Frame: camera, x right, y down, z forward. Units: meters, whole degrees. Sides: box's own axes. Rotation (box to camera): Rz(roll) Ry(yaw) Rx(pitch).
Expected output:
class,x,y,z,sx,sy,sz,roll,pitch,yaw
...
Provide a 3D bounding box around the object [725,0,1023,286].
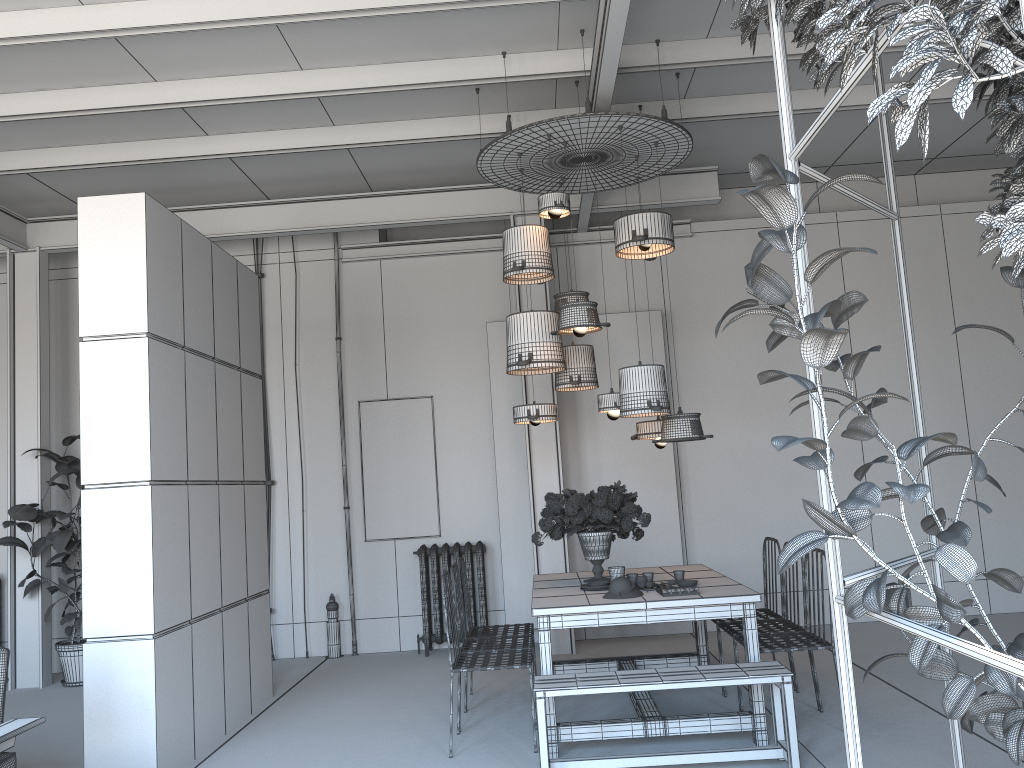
class,x,y,z,sx,sy,sz,roll,pitch,yaw
object,1.490,-0.525,1.604,2.486,4.154,2.243,-1,-7,-27

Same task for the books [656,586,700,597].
class,x,y,z,sx,sy,sz,roll,pitch,yaw
books,0.936,1.165,5.018,0.202,0.041,0.249,-4,-6,-1

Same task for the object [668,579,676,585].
class,x,y,z,sx,sy,sz,roll,pitch,yaw
object,0.960,1.214,5.441,0.054,0.037,0.121,-1,-7,-20

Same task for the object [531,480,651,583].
class,x,y,z,sx,sy,sz,roll,pitch,yaw
object,0.522,0.982,5.900,0.782,0.654,0.697,-4,-6,4

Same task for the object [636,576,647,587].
class,x,y,z,sx,sy,sz,roll,pitch,yaw
object,0.780,1.188,5.330,0.065,0.064,0.065,-2,-7,-14

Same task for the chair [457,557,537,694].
class,x,y,z,sx,sy,sz,roll,pitch,yaw
chair,-0.096,1.682,6.145,0.488,0.975,0.474,-4,-6,1

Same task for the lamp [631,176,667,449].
class,x,y,z,sx,sy,sz,roll,pitch,yaw
lamp,0.998,-0.539,6.467,0.404,2.026,0.323,-4,-6,4

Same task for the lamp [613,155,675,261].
class,x,y,z,sx,sy,sz,roll,pitch,yaw
lamp,0.888,-1.242,6.104,0.403,0.687,0.505,-1,-7,-20

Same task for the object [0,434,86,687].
class,x,y,z,sx,sy,sz,roll,pitch,yaw
object,-3.863,1.517,7.716,0.868,2.157,1.270,-4,-6,2

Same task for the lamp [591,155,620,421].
class,x,y,z,sx,sy,sz,roll,pitch,yaw
lamp,0.618,-0.666,5.982,0.253,1.831,0.202,-9,-8,39

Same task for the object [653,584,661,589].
class,x,y,z,sx,sy,sz,roll,pitch,yaw
object,0.879,1.203,5.298,0.024,0.015,0.249,-6,-7,21

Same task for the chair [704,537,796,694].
class,x,y,z,sx,sy,sz,roll,pitch,yaw
chair,1.600,1.564,6.107,0.488,0.975,0.474,-4,-6,1

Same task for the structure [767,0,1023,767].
class,x,y,z,sx,sy,sz,roll,pitch,yaw
structure,1.944,-0.190,1.405,2.452,3.454,2.994,-4,-6,1

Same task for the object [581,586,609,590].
class,x,y,z,sx,sy,sz,roll,pitch,yaw
object,0.528,1.250,5.455,0.211,0.024,0.211,-6,-7,20

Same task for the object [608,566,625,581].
class,x,y,z,sx,sy,sz,roll,pitch,yaw
object,0.628,1.163,5.275,0.102,0.146,0.102,0,-8,-33

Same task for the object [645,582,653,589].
class,x,y,z,sx,sy,sz,roll,pitch,yaw
object,0.809,1.186,5.229,0.044,0.043,0.043,-1,-7,-26

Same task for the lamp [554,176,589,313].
class,x,y,z,sx,sy,sz,roll,pitch,yaw
lamp,0.403,-0.974,6.423,0.301,1.094,0.359,-6,-7,19

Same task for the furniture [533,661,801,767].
class,x,y,z,sx,sy,sz,roll,pitch,yaw
furniture,0.748,1.683,4.389,1.260,0.478,0.300,-4,-6,1

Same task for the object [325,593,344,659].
class,x,y,z,sx,sy,sz,roll,pitch,yaw
object,-1.643,2.266,8.216,0.173,0.647,0.206,-9,-8,36

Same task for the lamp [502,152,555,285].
class,x,y,z,sx,sy,sz,roll,pitch,yaw
lamp,0.082,-1.124,5.902,0.392,0.870,0.346,0,-7,-28

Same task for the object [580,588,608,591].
class,x,y,z,sx,sy,sz,roll,pitch,yaw
object,0.535,1.255,5.448,0.236,0.015,0.236,-1,-7,-26

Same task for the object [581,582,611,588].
class,x,y,z,sx,sy,sz,roll,pitch,yaw
object,0.528,1.245,5.456,0.211,0.024,0.211,-10,-9,44

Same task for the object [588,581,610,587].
class,x,y,z,sx,sy,sz,roll,pitch,yaw
object,0.537,1.241,5.480,0.135,0.029,0.135,-3,-7,-6

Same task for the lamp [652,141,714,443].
class,x,y,z,sx,sy,sz,roll,pitch,yaw
lamp,1.026,-0.627,5.801,0.359,2.004,0.301,-4,-6,-1

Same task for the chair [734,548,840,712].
class,x,y,z,sx,sy,sz,roll,pitch,yaw
chair,1.568,1.453,5.108,0.488,0.975,0.474,-4,-6,1

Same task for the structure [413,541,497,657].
class,x,y,z,sx,sy,sz,roll,pitch,yaw
structure,-0.521,1.951,8.073,0.733,1.007,0.328,-4,-6,1

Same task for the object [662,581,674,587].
class,x,y,z,sx,sy,sz,roll,pitch,yaw
object,0.922,1.192,5.284,0.021,0.026,0.173,-2,-7,-14

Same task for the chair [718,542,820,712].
class,x,y,z,sx,sy,sz,roll,pitch,yaw
chair,1.584,1.508,5.601,0.488,0.975,0.474,-4,-6,1

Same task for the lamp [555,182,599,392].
class,x,y,z,sx,sy,sz,roll,pitch,yaw
lamp,0.418,-0.733,6.511,0.364,1.553,0.322,2,-9,-43

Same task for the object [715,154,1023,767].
class,x,y,z,sx,sy,sz,roll,pitch,yaw
object,1.214,0.542,2.054,1.309,2.183,1.253,-5,-7,12

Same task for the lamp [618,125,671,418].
class,x,y,z,sx,sy,sz,roll,pitch,yaw
lamp,0.749,-0.723,5.497,0.312,1.845,0.352,-7,-7,27

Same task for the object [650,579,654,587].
class,x,y,z,sx,sy,sz,roll,pitch,yaw
object,0.825,1.187,5.281,0.044,0.050,0.043,-6,-7,19

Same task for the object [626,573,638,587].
class,x,y,z,sx,sy,sz,roll,pitch,yaw
object,0.733,1.191,5.386,0.071,0.076,0.071,-4,-6,-1

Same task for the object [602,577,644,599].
class,x,y,z,sx,sy,sz,roll,pitch,yaw
object,0.628,1.203,5.049,0.236,0.211,0.260,-6,-7,19

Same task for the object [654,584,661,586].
class,x,y,z,sx,sy,sz,roll,pitch,yaw
object,0.867,1.200,5.290,0.021,0.019,0.174,-4,-6,-1

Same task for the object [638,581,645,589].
class,x,y,z,sx,sy,sz,roll,pitch,yaw
object,0.772,1.192,5.261,0.051,0.045,0.045,-1,-7,-21

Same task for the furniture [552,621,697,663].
class,x,y,z,sx,sy,sz,roll,pitch,yaw
furniture,0.852,1.952,6.813,1.260,0.478,0.300,-4,-6,1

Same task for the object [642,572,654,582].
class,x,y,z,sx,sy,sz,roll,pitch,yaw
object,0.829,1.185,5.386,0.071,0.076,0.071,-7,-7,26

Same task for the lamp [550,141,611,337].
class,x,y,z,sx,sy,sz,roll,pitch,yaw
lamp,0.396,-0.943,5.746,0.359,1.306,0.301,-3,-6,-6

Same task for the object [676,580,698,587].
class,x,y,z,sx,sy,sz,roll,pitch,yaw
object,1.050,1.197,5.316,0.133,0.029,0.133,2,-9,-41

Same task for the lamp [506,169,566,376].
class,x,y,z,sx,sy,sz,roll,pitch,yaw
lamp,0.120,-0.804,6.184,0.470,1.447,0.415,0,-7,-28

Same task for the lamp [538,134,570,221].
class,x,y,z,sx,sy,sz,roll,pitch,yaw
lamp,0.253,-1.319,5.644,0.253,0.564,0.202,-9,-8,39

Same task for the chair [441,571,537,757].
class,x,y,z,sx,sy,sz,roll,pitch,yaw
chair,-0.127,1.571,5.146,0.488,0.975,0.474,-4,-6,1

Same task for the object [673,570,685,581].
class,x,y,z,sx,sy,sz,roll,pitch,yaw
object,1.037,1.196,5.494,0.071,0.076,0.071,2,-9,-41

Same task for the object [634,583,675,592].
class,x,y,z,sx,sy,sz,roll,pitch,yaw
object,0.819,1.223,5.328,0.213,0.012,0.335,-1,-7,-22

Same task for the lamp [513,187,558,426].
class,x,y,z,sx,sy,sz,roll,pitch,yaw
lamp,0.115,-0.585,6.546,0.323,1.798,0.404,0,-7,-30

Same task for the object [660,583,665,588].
class,x,y,z,sx,sy,sz,roll,pitch,yaw
object,0.899,1.198,5.283,0.024,0.017,0.249,-5,-7,11

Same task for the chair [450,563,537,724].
class,x,y,z,sx,sy,sz,roll,pitch,yaw
chair,-0.111,1.628,5.652,0.488,0.975,0.474,-4,-6,1

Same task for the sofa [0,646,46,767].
class,x,y,z,sx,sy,sz,roll,pitch,yaw
sofa,-3.222,1.609,3.516,2.347,0.948,0.952,-4,-6,1

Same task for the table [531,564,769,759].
class,x,y,z,sx,sy,sz,roll,pitch,yaw
table,0.776,1.675,5.609,1.239,0.819,1.784,-4,-6,1
